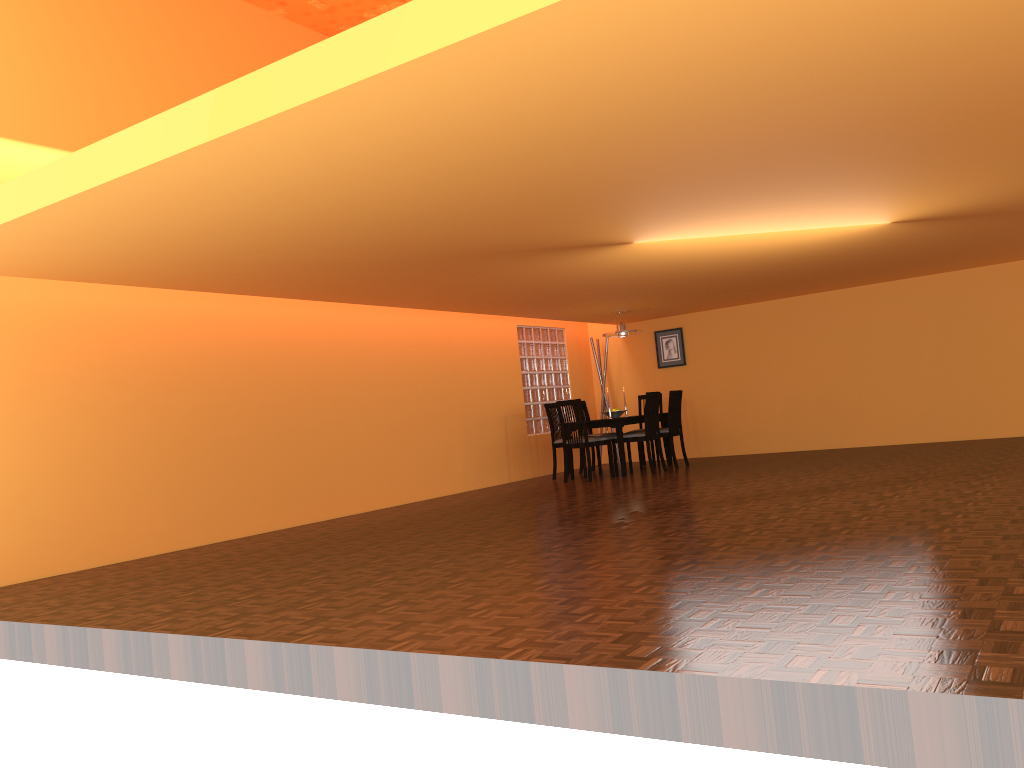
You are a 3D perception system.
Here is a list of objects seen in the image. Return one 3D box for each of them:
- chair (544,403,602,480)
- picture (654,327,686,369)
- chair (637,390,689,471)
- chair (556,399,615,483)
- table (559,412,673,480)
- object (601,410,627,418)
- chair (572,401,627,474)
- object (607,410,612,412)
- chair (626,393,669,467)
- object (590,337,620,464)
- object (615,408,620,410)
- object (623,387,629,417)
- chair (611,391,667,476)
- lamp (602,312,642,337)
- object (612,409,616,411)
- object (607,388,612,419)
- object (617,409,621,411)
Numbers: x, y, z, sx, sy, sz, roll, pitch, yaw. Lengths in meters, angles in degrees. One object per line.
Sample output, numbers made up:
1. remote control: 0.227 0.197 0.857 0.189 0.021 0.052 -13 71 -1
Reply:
1. chair: 0.633 0.582 9.305 0.465 0.809 0.373 -7 -3 33
2. picture: 1.903 -0.430 10.678 0.361 0.456 0.014 -7 -3 33
3. chair: 1.585 0.489 9.366 0.465 0.809 0.373 -7 -3 33
4. chair: 0.710 0.550 8.725 0.373 0.809 0.465 -8 -3 38
5. table: 1.142 0.644 9.309 0.697 0.584 1.259 -7 -3 33
6. object: 1.075 0.321 9.296 0.337 0.072 0.337 -6 -2 0
7. chair: 0.950 0.571 9.787 0.465 0.809 0.373 -7 -3 33
8. object: 1.034 0.309 9.290 0.089 0.076 0.087 -8 -3 39
9. chair: 1.520 0.520 9.942 0.373 0.809 0.465 -7 -3 28
10. object: 1.146 0.209 10.891 0.226 1.589 0.308 -4 -3 -35
11. object: 1.110 0.284 9.359 0.069 0.066 0.069 -8 -3 43
12. object: 1.215 0.189 9.537 0.044 0.326 0.044 -7 -3 22
13. chair: 1.268 0.500 8.884 0.465 0.809 0.373 -7 -3 33
14. lamp: 1.187 -0.648 9.631 0.435 0.274 0.435 -4 -3 -35
15. object: 1.060 0.283 9.202 0.046 0.046 0.055 -6 -3 16
16. object: 0.987 0.191 9.038 0.044 0.326 0.044 -7 -3 22
17. object: 1.132 0.292 9.282 0.055 0.070 0.066 -6 -3 15
